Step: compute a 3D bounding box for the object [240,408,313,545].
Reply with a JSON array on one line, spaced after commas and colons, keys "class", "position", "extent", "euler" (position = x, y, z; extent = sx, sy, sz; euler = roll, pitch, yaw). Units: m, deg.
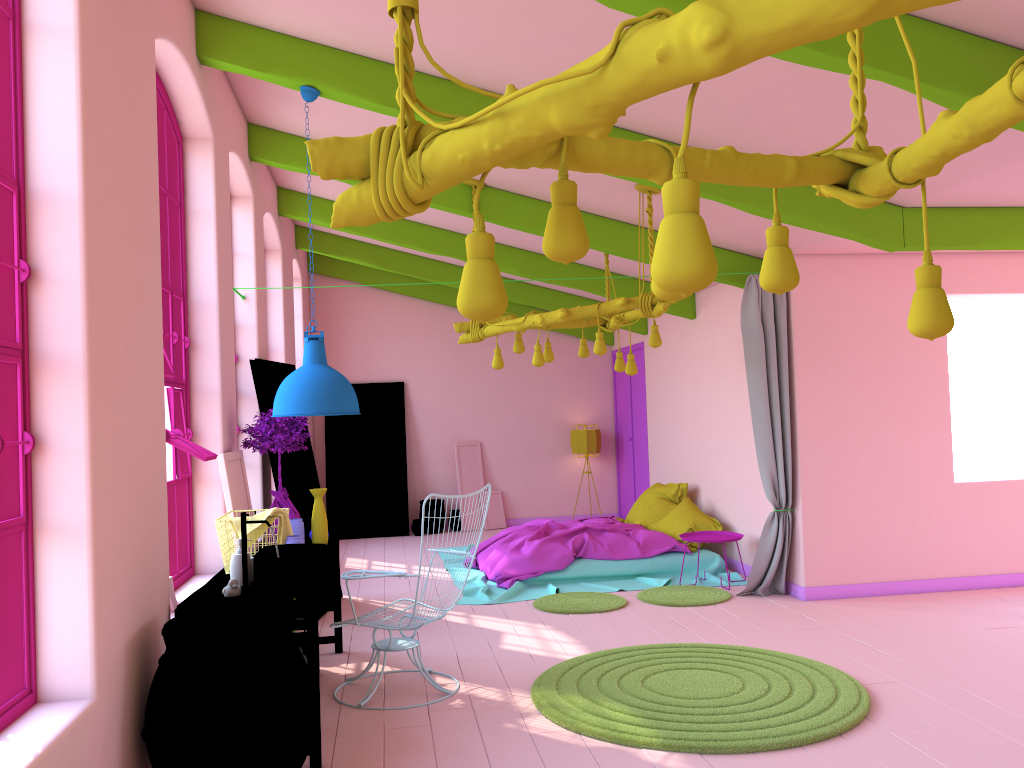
[{"class": "object", "position": [-1.594, 0.639, 6.056], "extent": [0.503, 0.950, 0.441], "euler": [-3, -2, 42]}]

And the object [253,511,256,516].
[{"class": "object", "position": [-2.103, 1.132, 6.930], "extent": [0.223, 0.272, 0.223], "euler": [-1, -2, -21]}]

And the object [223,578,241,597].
[{"class": "object", "position": [-1.380, 1.000, 4.373], "extent": [0.088, 0.088, 0.086], "euler": [-2, -2, 9]}]

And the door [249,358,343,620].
[{"class": "door", "position": [-1.865, 0.897, 7.772], "extent": [0.450, 2.210, 1.153], "euler": [-2, -2, 2]}]

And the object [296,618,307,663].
[{"class": "object", "position": [0.347, 0.894, 1.224], "extent": [2.826, 1.579, 7.868], "euler": [-2, -2, -8]}]

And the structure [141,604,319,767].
[{"class": "structure", "position": [-1.186, 1.409, 3.764], "extent": [0.718, 0.844, 0.718], "euler": [-1, -2, -41]}]

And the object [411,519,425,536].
[{"class": "object", "position": [-1.330, 2.033, 12.551], "extent": [0.199, 0.234, 0.199], "euler": [-1, -2, -41]}]

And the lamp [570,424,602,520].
[{"class": "lamp", "position": [1.132, 1.326, 13.086], "extent": [0.491, 1.466, 0.476], "euler": [-3, -2, 22]}]

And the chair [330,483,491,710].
[{"class": "chair", "position": [-0.653, 1.253, 5.408], "extent": [0.925, 1.238, 1.078], "euler": [-3, -2, 27]}]

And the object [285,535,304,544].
[{"class": "object", "position": [-1.257, 0.980, 5.138], "extent": [0.109, 0.197, 0.109], "euler": [-2, -2, -16]}]

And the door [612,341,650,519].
[{"class": "door", "position": [1.698, 0.759, 12.637], "extent": [0.108, 2.590, 1.678], "euler": [-2, -2, -8]}]

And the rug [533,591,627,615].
[{"class": "rug", "position": [0.585, 1.891, 7.675], "extent": [0.792, 0.021, 0.793], "euler": [-1, -2, -26]}]

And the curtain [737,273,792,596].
[{"class": "curtain", "position": [2.225, 0.450, 7.734], "extent": [0.518, 2.784, 0.525], "euler": [-1, -2, -27]}]

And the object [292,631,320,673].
[{"class": "object", "position": [-1.456, 1.764, 5.566], "extent": [0.446, 0.277, 0.522], "euler": [-2, -2, -8]}]

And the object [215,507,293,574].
[{"class": "object", "position": [-1.498, 0.912, 5.285], "extent": [0.444, 0.369, 0.633], "euler": [-2, -2, -8]}]

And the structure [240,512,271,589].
[{"class": "structure", "position": [-1.340, 0.864, 4.602], "extent": [0.166, 0.396, 0.087], "euler": [-2, -1, 1]}]

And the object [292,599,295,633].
[{"class": "object", "position": [-1.800, 1.736, 7.008], "extent": [0.137, 0.462, 0.284], "euler": [-1, -2, -23]}]

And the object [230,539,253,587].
[{"class": "object", "position": [-1.396, 0.951, 4.853], "extent": [0.165, 0.250, 0.411], "euler": [-3, -2, 27]}]

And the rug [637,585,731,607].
[{"class": "rug", "position": [1.511, 1.862, 7.808], "extent": [0.792, 0.021, 0.792], "euler": [-3, -2, 19]}]

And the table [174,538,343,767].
[{"class": "table", "position": [-1.398, 1.480, 5.257], "extent": [0.655, 0.820, 2.193], "euler": [-2, -2, -8]}]

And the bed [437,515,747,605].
[{"class": "bed", "position": [0.626, 1.723, 9.718], "extent": [2.802, 0.513, 3.577], "euler": [-2, -2, -8]}]

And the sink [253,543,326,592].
[{"class": "sink", "position": [-1.156, 0.958, 4.652], "extent": [0.340, 0.194, 0.609], "euler": [-2, -2, -8]}]

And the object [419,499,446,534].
[{"class": "object", "position": [-1.147, 1.912, 12.803], "extent": [0.386, 0.471, 0.386], "euler": [-3, -2, 34]}]

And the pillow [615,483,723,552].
[{"class": "pillow", "position": [1.661, 1.537, 10.131], "extent": [0.848, 0.822, 2.618], "euler": [-2, -2, -18]}]

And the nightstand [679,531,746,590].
[{"class": "nightstand", "position": [1.882, 1.649, 8.340], "extent": [0.596, 0.458, 0.596], "euler": [-3, -2, 29]}]

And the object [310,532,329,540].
[{"class": "object", "position": [-1.355, 0.997, 6.225], "extent": [0.132, 0.219, 0.132], "euler": [-2, -2, 9]}]

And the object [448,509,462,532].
[{"class": "object", "position": [-0.805, 1.991, 12.924], "extent": [0.260, 0.306, 0.260], "euler": [-3, -2, 24]}]

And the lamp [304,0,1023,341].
[{"class": "lamp", "position": [0.609, -1.188, 1.540], "extent": [1.610, 2.264, 1.776], "euler": [-1, -2, -26]}]

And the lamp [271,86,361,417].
[{"class": "lamp", "position": [-1.217, -0.809, 5.382], "extent": [0.529, 2.001, 0.529], "euler": [-3, -2, 23]}]

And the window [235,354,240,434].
[{"class": "window", "position": [-2.253, -0.241, 6.861], "extent": [0.072, 3.046, 1.275], "euler": [-2, -1, -8]}]

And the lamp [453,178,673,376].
[{"class": "lamp", "position": [0.552, -1.183, 7.134], "extent": [1.610, 2.264, 1.776], "euler": [-1, -2, -26]}]

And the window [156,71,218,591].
[{"class": "window", "position": [-1.986, -0.310, 4.961], "extent": [0.492, 3.002, 1.498], "euler": [-2, -2, -8]}]

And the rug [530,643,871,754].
[{"class": "rug", "position": [1.063, 1.774, 5.176], "extent": [1.888, 0.050, 1.889], "euler": [-1, -2, -21]}]

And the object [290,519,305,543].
[{"class": "object", "position": [-1.448, 1.006, 5.941], "extent": [0.109, 0.197, 0.109], "euler": [-3, -2, 29]}]

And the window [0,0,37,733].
[{"class": "window", "position": [-1.634, -0.418, 2.527], "extent": [0.072, 3.046, 1.275], "euler": [-2, -1, -8]}]

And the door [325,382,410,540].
[{"class": "door", "position": [-2.087, 1.082, 12.708], "extent": [1.153, 2.210, 0.450], "euler": [-2, -1, -8]}]

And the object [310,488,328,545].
[{"class": "object", "position": [-1.311, 0.907, 6.034], "extent": [0.116, 0.383, 0.116], "euler": [-1, -2, -34]}]
